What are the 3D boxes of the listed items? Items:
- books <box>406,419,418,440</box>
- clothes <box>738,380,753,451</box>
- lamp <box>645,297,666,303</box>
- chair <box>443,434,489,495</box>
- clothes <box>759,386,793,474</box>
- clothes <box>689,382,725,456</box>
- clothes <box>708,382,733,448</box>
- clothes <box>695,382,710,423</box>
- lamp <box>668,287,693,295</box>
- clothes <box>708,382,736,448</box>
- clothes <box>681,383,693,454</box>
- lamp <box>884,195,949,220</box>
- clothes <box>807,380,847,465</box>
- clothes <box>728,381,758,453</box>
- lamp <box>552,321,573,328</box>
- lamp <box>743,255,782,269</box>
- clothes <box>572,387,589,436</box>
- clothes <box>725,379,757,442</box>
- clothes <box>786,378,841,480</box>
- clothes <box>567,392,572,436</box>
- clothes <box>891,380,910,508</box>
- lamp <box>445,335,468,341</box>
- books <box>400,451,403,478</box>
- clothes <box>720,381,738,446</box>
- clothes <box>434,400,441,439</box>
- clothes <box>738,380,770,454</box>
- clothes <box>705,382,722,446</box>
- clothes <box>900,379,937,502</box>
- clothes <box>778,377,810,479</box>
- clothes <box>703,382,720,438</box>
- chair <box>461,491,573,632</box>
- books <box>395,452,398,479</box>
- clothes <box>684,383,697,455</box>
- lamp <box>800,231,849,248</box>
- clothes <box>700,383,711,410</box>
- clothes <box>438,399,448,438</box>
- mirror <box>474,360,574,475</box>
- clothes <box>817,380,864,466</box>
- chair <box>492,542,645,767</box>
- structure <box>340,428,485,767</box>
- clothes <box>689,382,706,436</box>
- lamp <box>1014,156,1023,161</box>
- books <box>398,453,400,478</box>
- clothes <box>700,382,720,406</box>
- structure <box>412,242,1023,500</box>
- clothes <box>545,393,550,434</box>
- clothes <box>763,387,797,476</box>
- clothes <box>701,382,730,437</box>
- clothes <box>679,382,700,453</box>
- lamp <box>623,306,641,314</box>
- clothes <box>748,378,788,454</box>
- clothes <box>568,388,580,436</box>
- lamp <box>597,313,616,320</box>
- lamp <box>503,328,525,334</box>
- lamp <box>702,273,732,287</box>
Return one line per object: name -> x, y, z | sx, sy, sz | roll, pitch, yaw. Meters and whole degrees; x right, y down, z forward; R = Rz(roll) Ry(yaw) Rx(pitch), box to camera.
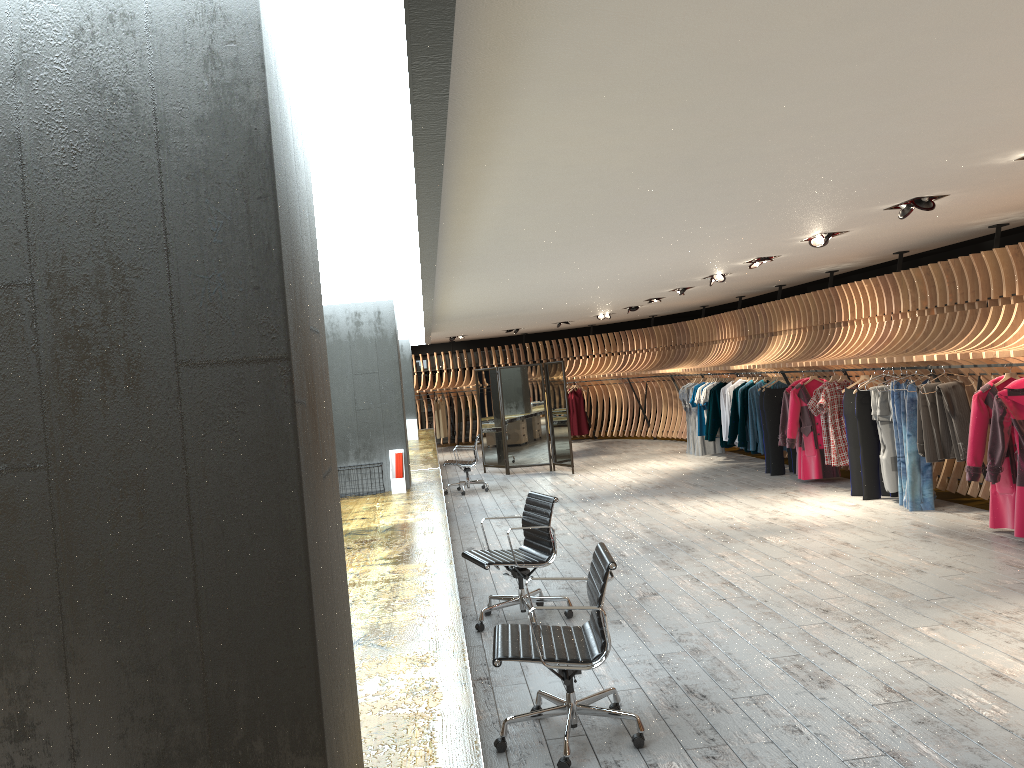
books -> -1.779, 0.812, 15.692 | 0.215, 0.368, 0.073 | -5, 0, -5
clothes -> 3.737, 0.459, 13.293 | 0.715, 1.088, 0.256 | -5, 0, -10
lamp -> 2.380, -1.456, 14.835 | 0.269, 0.294, 0.492 | -5, 0, -5
chair -> -0.746, 1.233, 13.604 | 0.668, 0.859, 0.693 | -5, 0, -9
clothes -> 3.818, 0.693, 12.572 | 0.539, 1.353, 0.087 | -5, 0, 19
clothes -> 3.489, 0.682, 15.865 | 0.677, 1.434, 0.203 | -5, 0, -21
clothes -> 3.616, 0.491, 14.458 | 0.913, 1.081, 0.238 | -5, 0, -1
clothes -> 3.529, 0.418, 15.279 | 0.743, 0.931, 0.158 | -5, 0, -1
lamp -> 2.531, -1.459, 13.247 | 0.269, 0.286, 0.492 | -5, 0, -5
clothes -> 3.615, 0.490, 14.545 | 0.914, 1.081, 0.238 | -5, 0, -6
clothes -> 3.466, 0.681, 16.141 | 0.677, 1.434, 0.203 | -5, 0, -16
lamp -> 3.136, -1.450, 6.897 | 0.269, 0.291, 0.492 | -5, 0, -5
clothes -> 3.958, 0.461, 10.722 | 0.760, 1.020, 0.187 | -5, 0, -5
clothes -> 3.705, 0.489, 13.521 | 0.913, 1.081, 0.238 | -5, 0, -1
lamp -> 1.115, -1.386, 19.368 | 0.269, 0.292, 0.492 | -5, 0, -38
lamp -> 2.834, -1.451, 10.072 | 0.269, 0.296, 0.492 | -5, 0, -5
clothes -> 1.588, 0.651, 20.928 | 0.444, 1.129, 0.126 | -5, 0, -33
clothes -> 3.641, 0.473, 13.851 | 0.733, 1.106, 0.165 | -5, 0, -6
clothes -> 3.917, 0.570, 11.338 | 0.839, 1.312, 0.321 | -5, 0, 4
clothes -> 1.407, 0.665, 21.115 | 0.444, 1.129, 0.126 | -5, 0, -33
clothes -> 4.112, 0.713, 9.236 | 0.277, 1.543, 0.316 | -5, 0, -7
lamp -> -1.331, -1.182, 21.332 | 0.492, 0.292, 0.269 | -5, 0, 27
books -> -1.024, 0.811, 8.234 | 0.048, 0.368, 0.215 | -5, 0, -5
clothes -> 3.680, 0.468, 14.046 | 0.733, 1.106, 0.165 | -5, 0, -1
clothes -> -1.900, 0.898, 22.835 | 0.096, 0.988, 0.465 | -5, 0, 7
clothes -> 3.746, 0.488, 13.168 | 0.914, 1.081, 0.238 | -5, 0, -6
clothes -> 3.596, 0.491, 14.667 | 0.914, 1.081, 0.238 | -5, 0, -6
clothes -> 4.153, 0.597, 9.094 | 0.277, 1.292, 0.316 | -5, -1, -42
clothes -> 3.891, 0.570, 11.627 | 0.840, 1.312, 0.321 | -5, 0, -6
clothes -> 3.543, 0.433, 15.008 | 0.743, 0.950, 0.167 | -5, 0, -22
chair -> 0.004, 1.236, 6.220 | 0.668, 0.859, 0.693 | -5, 0, -29
books -> -1.068, 0.815, 8.229 | 0.048, 0.368, 0.215 | -5, 0, -5
clothes -> 3.478, 0.681, 16.001 | 0.677, 1.434, 0.204 | -5, 0, 9
lamp -> 2.984, -1.455, 8.485 | 0.269, 0.284, 0.492 | -5, 0, -5
clothes -> 3.567, 0.429, 15.231 | 0.743, 0.961, 0.167 | -5, 0, -12
clothes -> -1.781, 0.887, 22.819 | 0.096, 0.988, 0.465 | -5, 0, 12
mirror -> 0.209, 0.608, 15.472 | 2.110, 1.892, 0.443 | -5, 0, 36
clothes -> 3.964, 0.460, 10.499 | 0.760, 1.030, 0.179 | -5, 0, -20
chair -> 0.208, 1.237, 4.153 | 0.668, 0.859, 0.693 | -5, 0, -9
structure -> -3.157, 1.499, 9.562 | 4.836, 0.844, 18.472 | -5, 1, -5
clothes -> 3.461, 0.438, 15.416 | 0.738, 0.971, 0.167 | -5, 0, 3
lamp -> 3.287, -1.447, 5.309 | 0.269, 0.294, 0.492 | -5, 0, -5
books -> -1.046, 0.813, 8.232 | 0.048, 0.368, 0.215 | -5, 0, -5
clothes -> 3.577, 0.412, 15.090 | 0.742, 0.939, 0.162 | -5, 0, -11
structure -> -2.200, 0.582, 5.580 | 14.884, 2.440, 36.548 | -5, 1, -5
clothes -> 1.072, 0.652, 21.390 | 0.777, 1.053, 0.151 | -5, 0, -5
clothes -> 3.818, 0.695, 12.379 | 0.539, 1.353, 0.087 | -5, 0, -1
clothes -> 3.544, 0.419, 14.822 | 0.734, 0.937, 0.164 | -5, 0, -2
clothes -> 3.451, 0.681, 16.281 | 0.677, 1.434, 0.204 | -5, 0, 9
lamp -> 2.226, -1.459, 16.422 | 0.269, 0.291, 0.492 | -5, 0, -10
clothes -> 3.779, 0.460, 12.856 | 0.715, 1.088, 0.257 | -5, 0, 0
clothes -> 1.532, 0.655, 21.002 | 0.444, 1.129, 0.126 | -5, 0, -8
lamp -> 1.869, -1.443, 17.973 | 0.269, 0.287, 0.492 | -5, 0, -25
lamp -> 0.023, -1.296, 20.513 | 0.492, 0.294, 0.269 | -5, 0, 40
lamp -> 2.683, -1.450, 11.660 | 0.269, 0.301, 0.492 | -5, 0, -5
